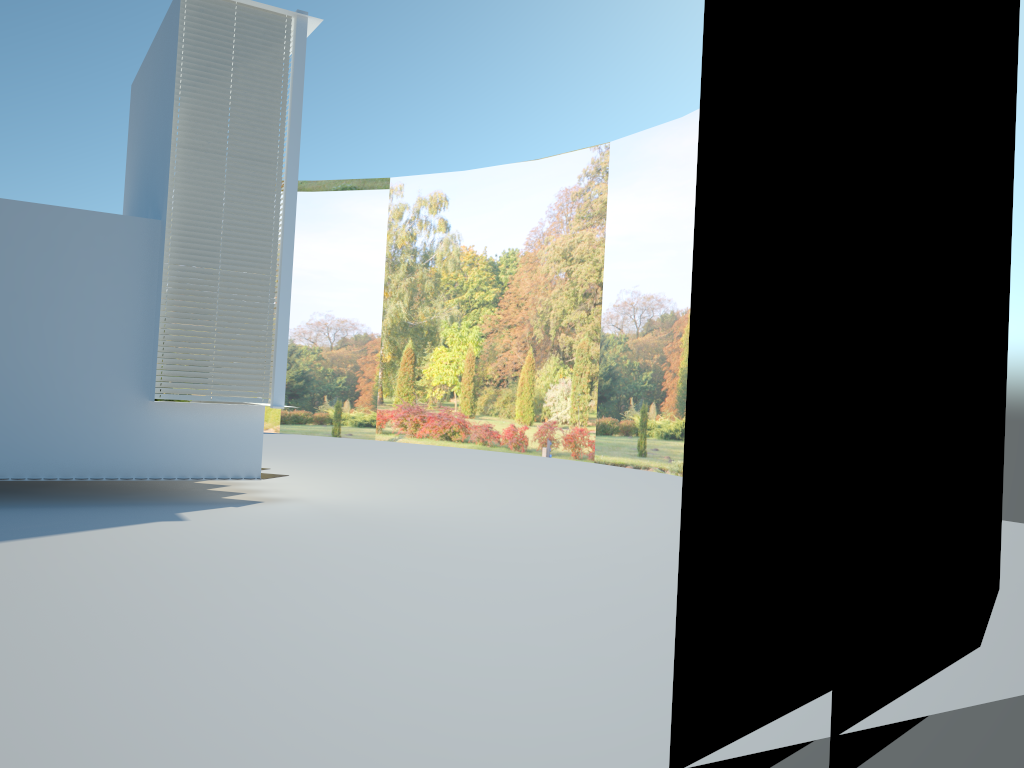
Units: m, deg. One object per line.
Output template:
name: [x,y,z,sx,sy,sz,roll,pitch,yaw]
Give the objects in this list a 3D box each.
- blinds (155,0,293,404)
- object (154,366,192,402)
blinds: [-3.314,-1.929,11.056,1.219,4.267,3.917,3,-1,-12]
object: [-4.712,0.351,11.671,1.121,1.199,1.025,2,-2,38]
